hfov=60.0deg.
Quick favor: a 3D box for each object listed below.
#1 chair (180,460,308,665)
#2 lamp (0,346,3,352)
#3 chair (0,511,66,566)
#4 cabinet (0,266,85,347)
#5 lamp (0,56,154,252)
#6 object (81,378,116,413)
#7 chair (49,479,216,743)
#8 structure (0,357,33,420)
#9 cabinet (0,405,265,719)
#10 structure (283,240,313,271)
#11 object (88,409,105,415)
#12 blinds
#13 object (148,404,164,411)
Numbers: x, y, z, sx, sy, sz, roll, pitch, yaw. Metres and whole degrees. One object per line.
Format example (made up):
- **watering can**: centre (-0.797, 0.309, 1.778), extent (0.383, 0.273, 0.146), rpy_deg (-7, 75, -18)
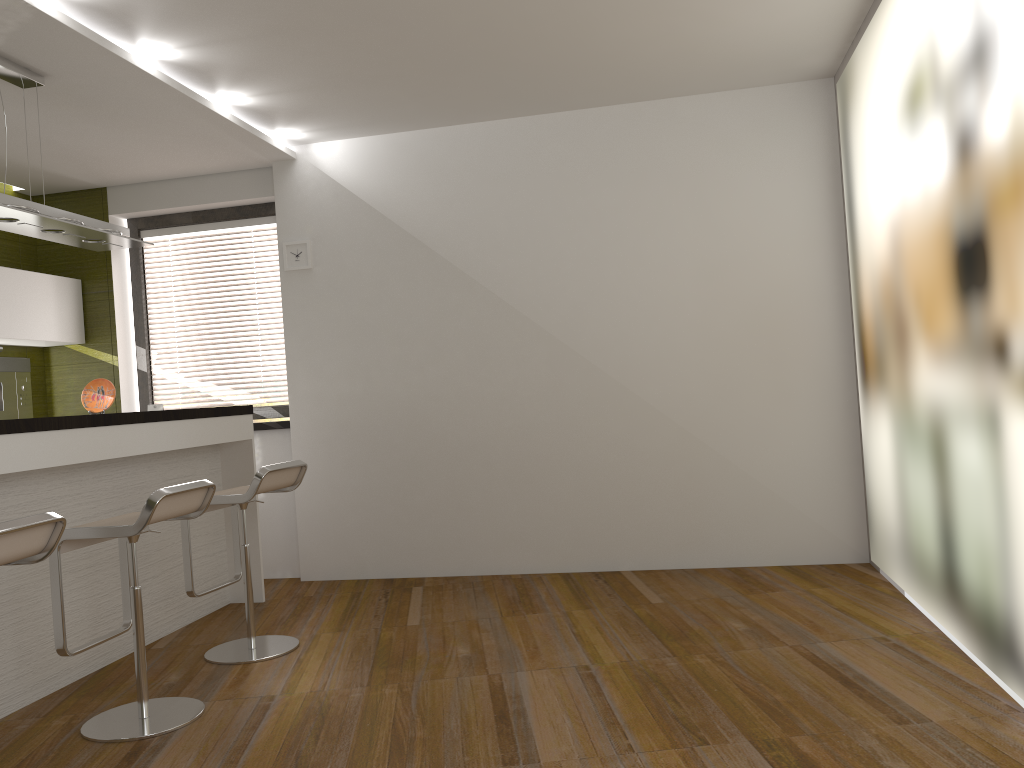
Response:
- **chair**: centre (-1.205, 0.799, 4.083), extent (0.460, 0.857, 0.418), rpy_deg (-4, 0, 16)
- **lamp**: centre (-3.296, -0.223, 5.290), extent (0.095, 0.041, 0.716), rpy_deg (-4, 0, 10)
- **chair**: centre (-1.509, 0.807, 2.418), extent (0.460, 0.857, 0.418), rpy_deg (-4, 0, 6)
- **cabinet**: centre (-3.375, 0.336, 4.314), extent (0.724, 2.089, 3.471), rpy_deg (-4, 0, 10)
- **lamp**: centre (-2.177, -1.036, 3.776), extent (0.326, 0.683, 1.677), rpy_deg (-4, 0, 10)
- **object**: centre (-2.117, 0.060, 4.543), extent (0.184, 0.178, 0.055), rpy_deg (-4, 0, 7)
- **chair**: centre (-1.357, 0.803, 3.251), extent (0.460, 0.857, 0.418), rpy_deg (-4, 0, 11)
- **structure**: centre (-3.257, 0.065, 5.580), extent (0.015, 0.469, 0.663), rpy_deg (-4, 0, 10)
- **cabinet**: centre (-2.047, 0.716, 3.724), extent (0.663, 1.134, 2.947), rpy_deg (-4, 0, 10)
- **structure**: centre (-1.353, -0.809, 5.595), extent (0.180, 0.180, 0.026), rpy_deg (-4, 0, 10)
- **object**: centre (-2.114, 0.097, 4.542), extent (0.088, 0.131, 0.072), rpy_deg (-4, 0, 5)
- **blinds**: centre (-4.491, -2.782, 9.493), extent (16.000, 12.704, 9.030), rpy_deg (-4, -1, -40)
- **object**: centre (-2.382, 0.221, 5.933), extent (0.106, 0.169, 0.057), rpy_deg (-4, 0, 5)
